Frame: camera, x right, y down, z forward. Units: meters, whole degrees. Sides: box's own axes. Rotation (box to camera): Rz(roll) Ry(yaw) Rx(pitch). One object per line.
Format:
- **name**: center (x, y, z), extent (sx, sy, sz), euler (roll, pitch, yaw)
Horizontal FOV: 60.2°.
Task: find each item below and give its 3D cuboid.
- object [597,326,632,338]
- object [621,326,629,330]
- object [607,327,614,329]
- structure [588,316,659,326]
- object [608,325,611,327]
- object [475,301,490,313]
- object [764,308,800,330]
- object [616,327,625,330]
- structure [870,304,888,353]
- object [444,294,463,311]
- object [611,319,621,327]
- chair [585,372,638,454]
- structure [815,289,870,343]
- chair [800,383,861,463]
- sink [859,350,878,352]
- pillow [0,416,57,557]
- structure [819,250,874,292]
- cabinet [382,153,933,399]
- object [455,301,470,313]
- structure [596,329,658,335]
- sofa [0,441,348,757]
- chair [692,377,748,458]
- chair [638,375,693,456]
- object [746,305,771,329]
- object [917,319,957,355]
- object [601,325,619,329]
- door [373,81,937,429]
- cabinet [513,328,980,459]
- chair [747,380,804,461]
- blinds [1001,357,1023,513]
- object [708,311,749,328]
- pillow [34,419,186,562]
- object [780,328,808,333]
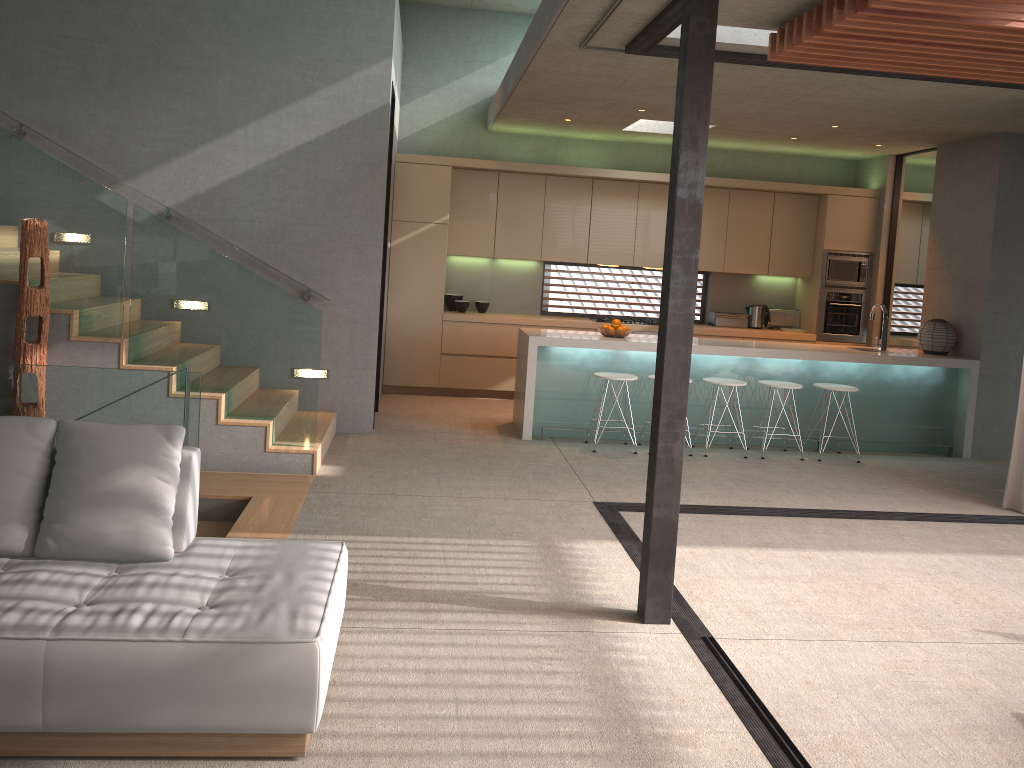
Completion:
- **object**: center (0.928, -0.469, 8.014), extent (0.315, 0.081, 0.318), euler (3, 8, -6)
- **object**: center (1.017, -0.482, 8.013), extent (0.094, 0.094, 0.095), euler (2, 6, -17)
- **object**: center (0.887, -0.472, 7.934), extent (0.081, 0.080, 0.081), euler (6, 7, 22)
- **structure**: center (1.316, -0.690, 9.986), extent (0.838, 0.090, 0.468), euler (3, 8, -6)
- **object**: center (0.893, -0.497, 8.090), extent (0.087, 0.086, 0.087), euler (10, 8, 44)
- **object**: center (-0.339, -0.869, 10.007), extent (0.169, 0.126, 0.171), euler (1, 7, -20)
- **object**: center (3.184, -0.765, 10.429), extent (0.389, 0.246, 0.151), euler (3, 5, -6)
- **object**: center (0.972, -0.471, 7.933), extent (0.086, 0.086, 0.088), euler (2, 6, -16)
- **structure**: center (3.405, -0.527, 8.261), extent (0.097, 0.439, 0.260), euler (3, 5, -6)
- **object**: center (-0.668, -0.920, 10.004), extent (0.225, 0.187, 0.227), euler (0, 7, -29)
- **object**: center (0.949, -0.544, 8.040), extent (0.095, 0.094, 0.095), euler (5, 6, 14)
- **chair**: center (0.856, 0.236, 7.487), extent (0.382, 0.620, 0.385), euler (3, 5, -6)
- **structure**: center (3.718, -0.798, 10.189), extent (0.596, 0.577, 0.501), euler (3, 6, -6)
- **chair**: center (2.796, 0.329, 7.702), extent (0.382, 0.620, 0.385), euler (3, 5, -6)
- **sink**: center (3.393, -0.232, 8.393), extent (0.374, 0.134, 0.377), euler (3, 8, -6)
- **pillow**: center (-1.955, 0.361, 3.234), extent (0.492, 0.495, 0.240), euler (3, 5, -6)
- **structure**: center (3.748, -1.304, 10.175), extent (0.596, 0.435, 0.463), euler (3, 6, -6)
- **cabinet**: center (2.430, -0.931, 9.460), extent (7.465, 2.553, 1.980), euler (3, 6, -6)
- **object**: center (-0.560, -0.859, 9.849), extent (0.169, 0.126, 0.171), euler (1, 7, -20)
- **structure**: center (1.319, -0.335, 9.759), extent (0.827, 0.498, 0.080), euler (3, 4, -6)
- **sofa**: center (-1.407, 0.674, 3.065), extent (1.595, 0.729, 1.021), euler (3, 7, -6)
- **chair**: center (1.801, 0.281, 7.590), extent (0.382, 0.620, 0.385), euler (3, 5, -6)
- **chair**: center (1.326, 0.258, 7.538), extent (0.382, 0.620, 0.385), euler (3, 5, -6)
- **object**: center (2.877, -0.791, 10.346), extent (0.278, 0.284, 0.178), euler (4, 5, -1)
- **object**: center (4.025, -0.449, 8.371), extent (0.339, 0.332, 0.343), euler (2, 6, -15)
- **object**: center (0.877, -0.489, 7.986), extent (0.174, 0.099, 0.096), euler (9, 8, 38)
- **door**: center (-0.133, 0.000, 5.746), extent (15.321, 4.448, 5.820), euler (-2, 9, -34)
- **cabinet**: center (2.120, 0.073, 8.197), extent (4.118, 0.895, 0.807), euler (3, 6, -6)
- **chair**: center (2.295, 0.305, 7.646), extent (0.382, 0.620, 0.385), euler (3, 5, -6)
- **blinds**: center (4.034, -0.529, 6.197), extent (0.884, 2.917, 0.231), euler (3, 4, -10)
- **object**: center (2.534, -0.751, 10.349), extent (0.400, 0.159, 0.242), euler (3, 7, -6)
- **pillow**: center (-1.478, 0.396, 3.285), extent (0.492, 0.480, 0.268), euler (3, 5, -6)
- **object**: center (3.234, -0.611, 10.140), extent (0.310, 0.034, 0.312), euler (-3, 11, -37)
